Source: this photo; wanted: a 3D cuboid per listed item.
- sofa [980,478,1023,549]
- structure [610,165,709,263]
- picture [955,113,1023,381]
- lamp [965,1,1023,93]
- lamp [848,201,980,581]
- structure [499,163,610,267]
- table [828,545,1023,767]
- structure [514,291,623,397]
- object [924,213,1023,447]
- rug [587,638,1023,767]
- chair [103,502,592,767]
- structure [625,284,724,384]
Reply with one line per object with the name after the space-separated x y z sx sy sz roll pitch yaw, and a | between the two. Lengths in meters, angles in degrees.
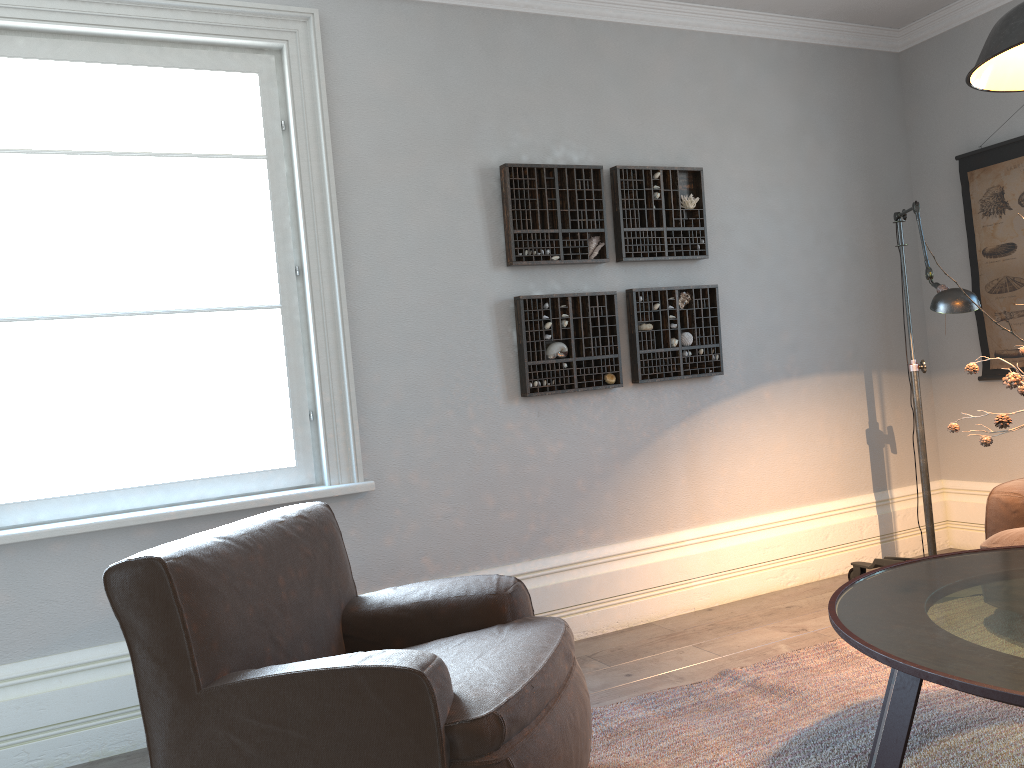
2.464 0.436 2.402 0.969 0.824 2.164 -6 0 -26 | sofa
0.670 -0.761 3.961 0.468 0.416 0.105 -6 0 -26 | structure
2.461 -0.685 4.106 0.057 1.313 0.793 -5 0 -26 | picture
1.188 -1.236 1.877 0.504 1.076 0.504 -6 0 22 | lamp
1.807 0.097 3.760 0.797 1.644 1.864 -6 0 12 | lamp
0.180 -0.711 3.747 0.468 0.416 0.099 -6 0 -26 | structure
1.378 0.716 1.869 1.300 0.503 1.299 -6 0 -33 | table
0.245 -0.173 3.734 0.468 0.416 0.086 -6 0 -26 | structure
1.289 -0.060 1.751 0.853 1.066 0.525 -6 0 35 | object
1.442 0.905 1.857 2.400 0.090 2.818 -6 0 -25 | rug
-0.315 0.723 2.214 0.970 0.795 0.807 -6 0 15 | chair
0.736 -0.228 3.975 0.468 0.416 0.086 -6 0 -26 | structure
